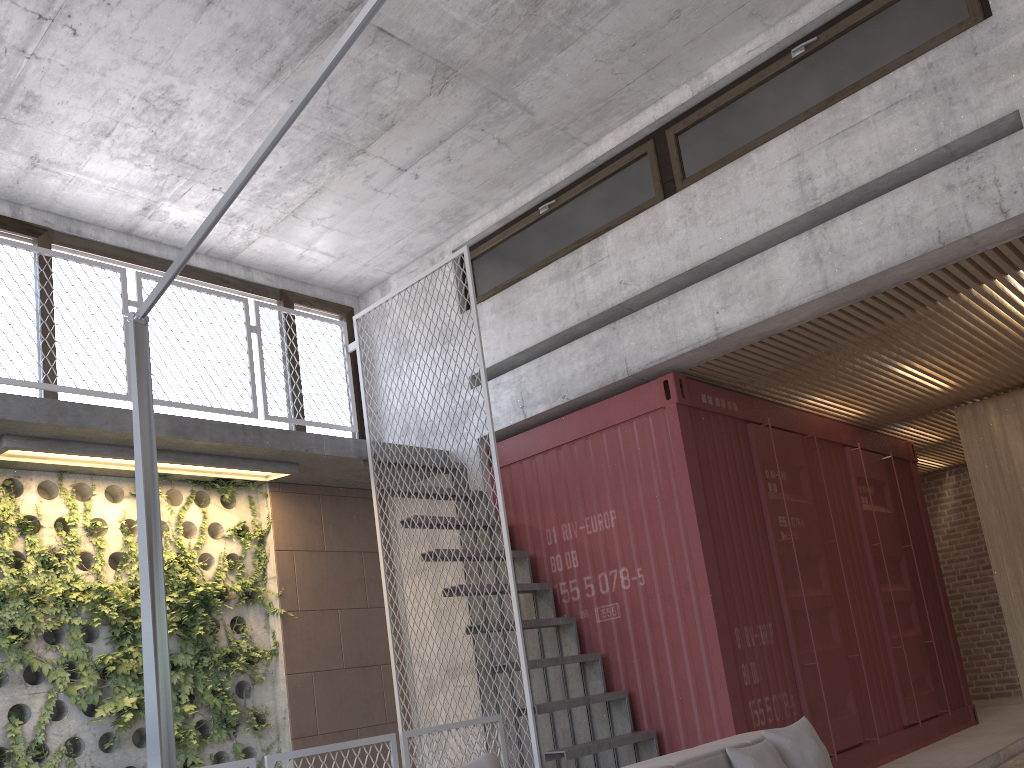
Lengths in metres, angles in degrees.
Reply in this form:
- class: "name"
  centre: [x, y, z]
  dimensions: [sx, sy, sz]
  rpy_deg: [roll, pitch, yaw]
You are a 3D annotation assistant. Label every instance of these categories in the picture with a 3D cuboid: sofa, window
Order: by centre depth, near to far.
- class: "sofa"
  centre: [1.275, 1.434, 2.354]
  dimensions: [3.091, 0.760, 3.027]
  rpy_deg: [-24, -24, 39]
- class: "window"
  centre: [2.582, -2.251, 4.982]
  dimensions: [8.662, 0.589, 0.114]
  rpy_deg: [-24, -19, 40]
- class: "window"
  centre: [-2.695, -0.174, 7.179]
  dimensions: [0.112, 1.691, 3.602]
  rpy_deg: [-18, -19, 40]

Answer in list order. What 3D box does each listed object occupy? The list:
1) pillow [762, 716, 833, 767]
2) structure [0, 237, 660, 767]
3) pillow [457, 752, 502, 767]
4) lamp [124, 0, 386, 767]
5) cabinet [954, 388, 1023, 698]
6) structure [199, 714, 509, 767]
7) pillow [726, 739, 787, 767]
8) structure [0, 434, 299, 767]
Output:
- class: "pillow"
  centre: [1.353, 1.750, 4.079]
  dimensions: [0.364, 0.355, 0.193]
  rpy_deg: [6, -19, -42]
- class: "structure"
  centre: [-1.397, 1.290, 5.913]
  dimensions: [3.113, 4.177, 3.716]
  rpy_deg: [-20, -19, 40]
- class: "pillow"
  centre: [-0.169, 1.341, 2.431]
  dimensions: [0.568, 0.539, 0.227]
  rpy_deg: [7, -20, -45]
- class: "lamp"
  centre: [-0.496, 0.443, 2.650]
  dimensions: [2.674, 3.317, 0.765]
  rpy_deg: [-16, -14, 29]
- class: "cabinet"
  centre: [6.325, 1.729, 9.095]
  dimensions: [1.554, 3.027, 3.792]
  rpy_deg: [-19, -19, 40]
- class: "structure"
  centre: [-2.209, 2.573, 4.654]
  dimensions: [1.976, 0.904, 4.473]
  rpy_deg: [-23, -23, 39]
- class: "pillow"
  centre: [1.103, 1.718, 3.772]
  dimensions: [0.191, 0.347, 0.374]
  rpy_deg: [-19, -18, 39]
- class: "structure"
  centre: [-2.523, 2.104, 6.118]
  dimensions: [1.029, 3.699, 2.649]
  rpy_deg: [-18, -17, 40]
